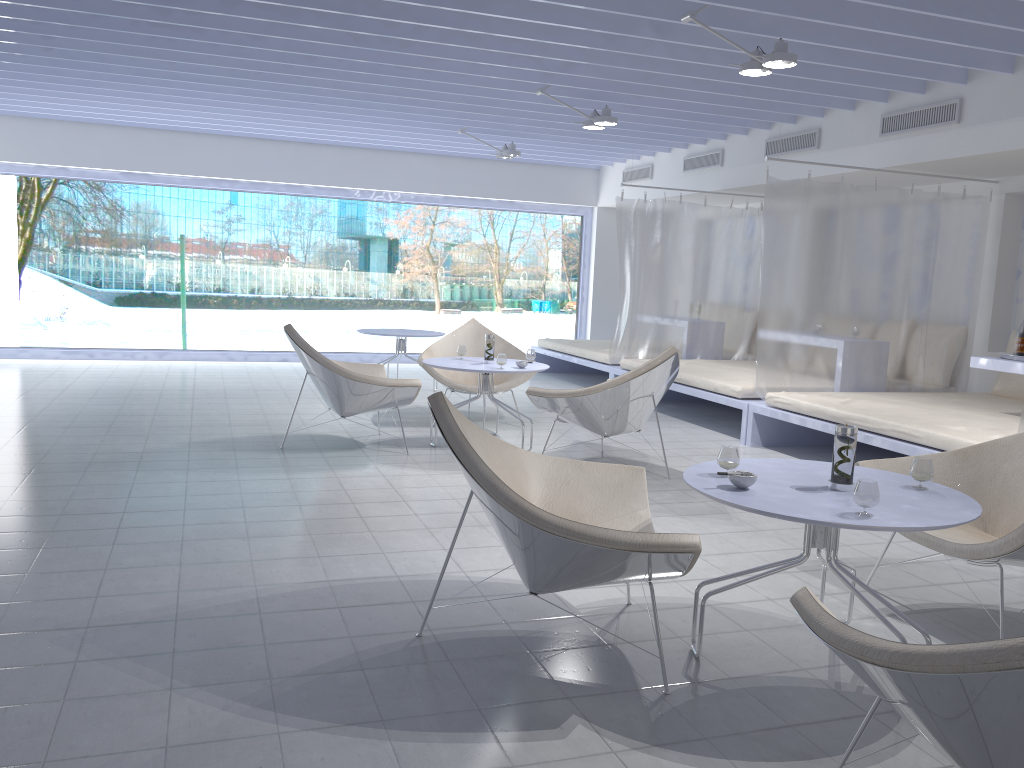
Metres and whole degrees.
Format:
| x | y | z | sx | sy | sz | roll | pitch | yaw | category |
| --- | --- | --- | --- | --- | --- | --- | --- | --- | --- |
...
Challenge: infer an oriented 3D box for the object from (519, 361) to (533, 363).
| x | y | z | sx | sy | sz | roll | pitch | yaw | category |
| --- | --- | --- | --- | --- | --- | --- | --- | --- | --- |
| 0.086 | -0.136 | 5.530 | 0.098 | 0.016 | 0.012 | 8 | 9 | 37 | object |

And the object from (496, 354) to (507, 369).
| x | y | z | sx | sy | sz | roll | pitch | yaw | category |
| --- | --- | --- | --- | --- | --- | --- | --- | --- | --- |
| -0.064 | -0.140 | 5.464 | 0.068 | 0.091 | 0.068 | 4 | 7 | 9 | object |

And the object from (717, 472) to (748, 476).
| x | y | z | sx | sy | sz | roll | pitch | yaw | category |
| --- | --- | --- | --- | --- | --- | --- | --- | --- | --- |
| 0.631 | 0.257 | 2.539 | 0.098 | 0.016 | 0.012 | 0 | 7 | -20 | object |

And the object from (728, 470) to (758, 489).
| x | y | z | sx | sy | sz | roll | pitch | yaw | category |
| --- | --- | --- | --- | --- | --- | --- | --- | --- | --- |
| 0.661 | 0.278 | 2.547 | 0.082 | 0.043 | 0.082 | 0 | 7 | -18 | object |

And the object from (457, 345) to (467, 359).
| x | y | z | sx | sy | sz | roll | pitch | yaw | category |
| --- | --- | --- | --- | --- | --- | --- | --- | --- | --- |
| -0.338 | -0.213 | 5.960 | 0.068 | 0.091 | 0.068 | 3 | 7 | 3 | object |

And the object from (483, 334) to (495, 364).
| x | y | z | sx | sy | sz | roll | pitch | yaw | category |
| --- | --- | --- | --- | --- | --- | --- | --- | --- | --- |
| -0.146 | -0.230 | 5.770 | 0.075 | 0.189 | 0.075 | -1 | 8 | -27 | object |

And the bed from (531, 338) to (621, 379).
| x | y | z | sx | sy | sz | roll | pitch | yaw | category |
| --- | --- | --- | --- | --- | --- | --- | --- | --- | --- |
| 1.524 | -0.206 | 9.632 | 2.022 | 0.422 | 2.200 | 0 | 7 | -19 | bed |

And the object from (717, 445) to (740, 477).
| x | y | z | sx | sy | sz | roll | pitch | yaw | category |
| --- | --- | --- | --- | --- | --- | --- | --- | --- | --- |
| 0.659 | 0.235 | 2.699 | 0.068 | 0.091 | 0.068 | -1 | 8 | -29 | object |

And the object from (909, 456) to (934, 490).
| x | y | z | sx | sy | sz | roll | pitch | yaw | category |
| --- | --- | --- | --- | --- | --- | --- | --- | --- | --- |
| 1.227 | 0.267 | 2.656 | 0.068 | 0.091 | 0.068 | -1 | 8 | -29 | object |

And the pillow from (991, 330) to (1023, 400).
| x | y | z | sx | sy | sz | roll | pitch | yaw | category |
| --- | --- | --- | --- | --- | --- | --- | --- | --- | --- |
| 3.682 | -0.117 | 6.292 | 0.230 | 0.521 | 0.524 | 1 | 7 | -17 | pillow |

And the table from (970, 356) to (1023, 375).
| x | y | z | sx | sy | sz | roll | pitch | yaw | category |
| --- | --- | --- | --- | --- | --- | --- | --- | --- | --- |
| 3.138 | 0.126 | 4.972 | 0.416 | 0.450 | 1.065 | 0 | 7 | -19 | table |

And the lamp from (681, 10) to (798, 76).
| x | y | z | sx | sy | sz | roll | pitch | yaw | category |
| --- | --- | --- | --- | --- | --- | --- | --- | --- | --- |
| 1.138 | -1.751 | 4.539 | 0.587 | 0.218 | 0.380 | 0 | 7 | -19 | lamp |

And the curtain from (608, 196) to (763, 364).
| x | y | z | sx | sy | sz | roll | pitch | yaw | category |
| --- | --- | --- | --- | --- | --- | --- | --- | --- | --- |
| 1.862 | -0.950 | 8.470 | 2.050 | 1.552 | 0.151 | 0 | 7 | -19 | curtain |

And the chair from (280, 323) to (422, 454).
| x | y | z | sx | sy | sz | roll | pitch | yaw | category |
| --- | --- | --- | --- | --- | --- | --- | --- | --- | --- |
| -1.052 | 0.010 | 5.512 | 0.753 | 0.759 | 0.906 | 0 | 8 | -24 | chair |

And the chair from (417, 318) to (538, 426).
| x | y | z | sx | sy | sz | roll | pitch | yaw | category |
| --- | --- | --- | --- | --- | --- | --- | --- | --- | --- |
| -0.276 | -0.109 | 6.769 | 0.906 | 0.759 | 0.753 | 2 | 7 | -9 | chair |

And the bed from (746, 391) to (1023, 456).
| x | y | z | sx | sy | sz | roll | pitch | yaw | category |
| --- | --- | --- | --- | --- | --- | --- | --- | --- | --- |
| 2.961 | 0.370 | 5.496 | 2.022 | 0.422 | 2.200 | 0 | 7 | -19 | bed |

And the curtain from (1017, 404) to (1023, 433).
| x | y | z | sx | sy | sz | roll | pitch | yaw | category |
| --- | --- | --- | --- | --- | --- | --- | --- | --- | --- |
| 3.299 | -0.374 | 4.333 | 2.050 | 1.552 | 0.151 | 0 | 7 | -19 | curtain |

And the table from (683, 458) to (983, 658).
| x | y | z | sx | sy | sz | roll | pitch | yaw | category |
| --- | --- | --- | --- | --- | --- | --- | --- | --- | --- |
| 0.909 | 0.569 | 2.645 | 0.825 | 0.534 | 0.823 | -4 | 9 | -42 | table |

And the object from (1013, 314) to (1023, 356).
| x | y | z | sx | sy | sz | roll | pitch | yaw | category |
| --- | --- | --- | --- | --- | --- | --- | --- | --- | --- |
| 3.051 | -0.310 | 5.283 | 0.092 | 0.302 | 0.092 | 8 | 9 | 38 | object |

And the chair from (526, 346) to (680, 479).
| x | y | z | sx | sy | sz | roll | pitch | yaw | category |
| --- | --- | --- | --- | --- | --- | --- | --- | --- | --- |
| 0.638 | 0.121 | 5.248 | 0.753 | 0.759 | 0.906 | 9 | 9 | 40 | chair |

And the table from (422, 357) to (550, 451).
| x | y | z | sx | sy | sz | roll | pitch | yaw | category |
| --- | --- | --- | --- | --- | --- | --- | --- | --- | --- |
| -0.180 | 0.131 | 5.784 | 0.825 | 0.534 | 0.823 | -1 | 8 | -28 | table |

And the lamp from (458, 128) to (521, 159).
| x | y | z | sx | sy | sz | roll | pitch | yaw | category |
| --- | --- | --- | --- | --- | --- | --- | --- | --- | --- |
| -0.228 | -2.299 | 8.472 | 0.587 | 0.218 | 0.380 | 0 | 7 | -19 | lamp |

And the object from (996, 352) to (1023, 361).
| x | y | z | sx | sy | sz | roll | pitch | yaw | category |
| --- | --- | --- | --- | --- | --- | --- | --- | --- | --- |
| 3.055 | -0.152 | 5.231 | 0.275 | 0.031 | 0.429 | 0 | 7 | -18 | object |

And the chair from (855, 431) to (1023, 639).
| x | y | z | sx | sy | sz | roll | pitch | yaw | category |
| --- | --- | --- | --- | --- | --- | --- | --- | --- | --- |
| 1.770 | 0.439 | 3.098 | 0.753 | 0.759 | 0.906 | 1 | 7 | -15 | chair |

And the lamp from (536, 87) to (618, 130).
| x | y | z | sx | sy | sz | roll | pitch | yaw | category |
| --- | --- | --- | --- | --- | --- | --- | --- | --- | --- |
| 0.458 | -2.024 | 6.496 | 0.587 | 0.218 | 0.380 | 0 | 7 | -19 | lamp |

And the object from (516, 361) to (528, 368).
| x | y | z | sx | sy | sz | roll | pitch | yaw | category |
| --- | --- | --- | --- | --- | --- | --- | --- | --- | --- |
| 0.063 | -0.120 | 5.555 | 0.082 | 0.043 | 0.082 | 8 | 9 | 39 | object |

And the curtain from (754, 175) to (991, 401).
| x | y | z | sx | sy | sz | roll | pitch | yaw | category |
| --- | --- | --- | --- | --- | --- | --- | --- | --- | --- |
| 2.621 | -0.640 | 6.408 | 1.998 | 1.559 | 0.125 | 0 | 7 | -21 | curtain |

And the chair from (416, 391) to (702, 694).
| x | y | z | sx | sy | sz | roll | pitch | yaw | category |
| --- | --- | --- | --- | --- | --- | --- | --- | --- | --- |
| 0.099 | 0.411 | 2.690 | 0.753 | 0.759 | 0.906 | 2 | 7 | -2 | chair |

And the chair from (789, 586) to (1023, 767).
| x | y | z | sx | sy | sz | roll | pitch | yaw | category |
| --- | --- | --- | --- | --- | --- | --- | --- | --- | --- |
| 1.059 | 0.589 | 1.611 | 0.906 | 0.759 | 0.753 | 2 | 7 | -5 | chair |

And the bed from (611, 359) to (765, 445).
| x | y | z | sx | sy | sz | roll | pitch | yaw | category |
| --- | --- | --- | --- | --- | --- | --- | --- | --- | --- |
| 2.228 | 0.080 | 7.557 | 2.016 | 0.427 | 2.200 | 0 | 7 | -19 | bed |

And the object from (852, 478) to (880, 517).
| x | y | z | sx | sy | sz | roll | pitch | yaw | category |
| --- | --- | --- | --- | --- | --- | --- | --- | --- | --- |
| 0.920 | 0.295 | 2.305 | 0.068 | 0.091 | 0.068 | -1 | 8 | -29 | object |

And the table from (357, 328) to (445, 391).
| x | y | z | sx | sy | sz | roll | pitch | yaw | category |
| --- | --- | --- | --- | --- | --- | --- | --- | --- | --- |
| -1.049 | -0.224 | 8.341 | 0.825 | 0.534 | 0.823 | 6 | 8 | 27 | table |

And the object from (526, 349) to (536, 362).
| x | y | z | sx | sy | sz | roll | pitch | yaw | category |
| --- | --- | --- | --- | --- | --- | --- | --- | --- | --- |
| 0.125 | -0.184 | 5.899 | 0.068 | 0.091 | 0.068 | -1 | 8 | -27 | object |

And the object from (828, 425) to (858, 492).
| x | y | z | sx | sy | sz | roll | pitch | yaw | category |
| --- | --- | --- | --- | --- | --- | --- | --- | --- | --- |
| 0.970 | 0.215 | 2.593 | 0.075 | 0.185 | 0.075 | 7 | 8 | 33 | object |
